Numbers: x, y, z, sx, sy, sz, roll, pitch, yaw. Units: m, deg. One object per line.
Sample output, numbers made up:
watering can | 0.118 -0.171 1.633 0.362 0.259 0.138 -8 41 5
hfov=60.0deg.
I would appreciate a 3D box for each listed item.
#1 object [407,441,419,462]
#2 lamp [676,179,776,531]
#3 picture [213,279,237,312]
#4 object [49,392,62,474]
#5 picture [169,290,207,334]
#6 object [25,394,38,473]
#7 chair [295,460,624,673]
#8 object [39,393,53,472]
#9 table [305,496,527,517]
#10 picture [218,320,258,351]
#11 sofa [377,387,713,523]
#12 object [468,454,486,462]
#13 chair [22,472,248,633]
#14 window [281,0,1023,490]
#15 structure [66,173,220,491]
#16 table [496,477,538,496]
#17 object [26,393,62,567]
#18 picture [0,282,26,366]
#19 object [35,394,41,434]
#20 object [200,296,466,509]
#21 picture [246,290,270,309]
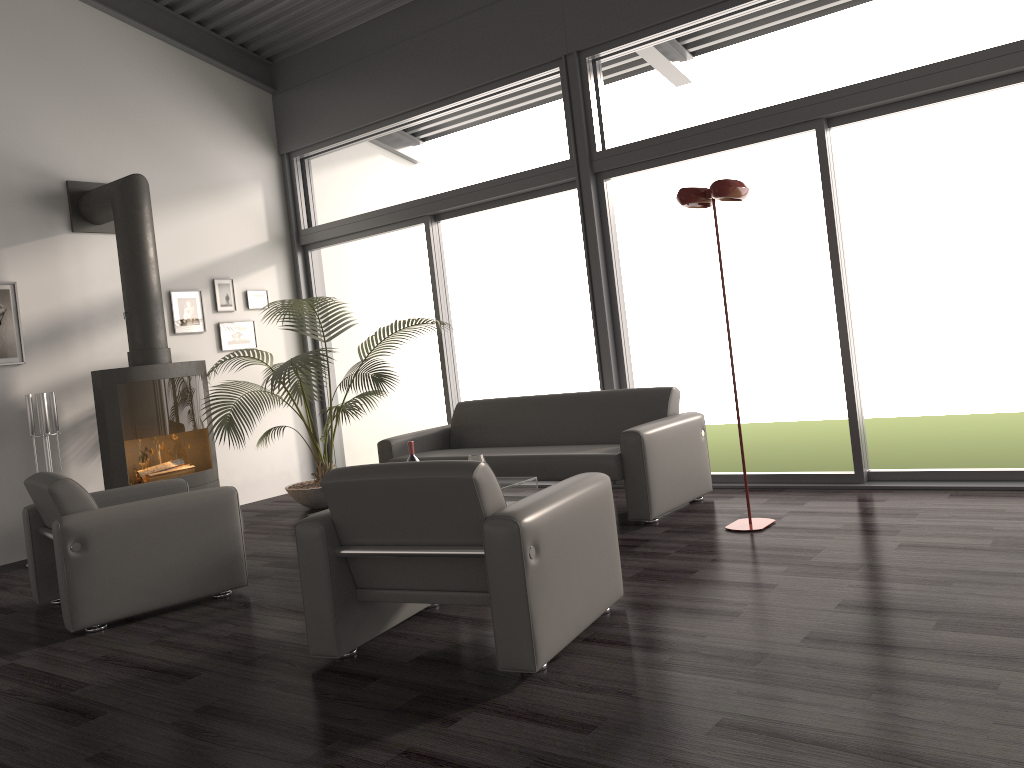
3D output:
object | -0.538 0.500 4.883 0.093 0.370 0.093 -6 0 36
lamp | 1.147 -0.151 4.634 0.352 1.788 0.365 -6 0 37
picture | -2.449 -0.759 7.564 0.015 0.280 0.191 -6 1 37
object | -3.065 0.578 6.023 0.075 1.052 0.145 -7 0 -2
picture | -2.656 -0.592 7.270 0.015 0.352 0.289 -6 1 37
object | -3.162 0.560 5.874 0.042 0.983 0.116 -7 0 13
chair | -0.170 0.596 3.431 0.961 0.717 0.912 -6 2 27
object | -3.000 0.559 5.893 0.167 1.020 0.078 -7 0 -1
table | -0.515 0.806 4.950 1.198 0.250 0.602 -5 3 37
picture | -2.357 -0.418 7.633 0.015 0.244 0.360 -6 1 37
sofa | 0.132 0.459 5.819 2.111 0.717 0.904 -5 2 37
object | -0.189 0.468 4.862 0.115 0.155 0.116 -6 1 28
chair | -1.940 0.751 4.593 0.912 0.717 0.961 -8 2 -38
window | 1.956 -1.120 5.398 9.726 3.470 0.386 -5 1 37
structure | -2.906 -0.210 6.628 1.114 2.674 0.820 -6 1 37
table | -0.205 0.726 4.708 0.399 0.341 0.682 -5 2 37
object | -3.105 0.622 5.955 0.400 1.125 0.400 -7 0 -3
picture | -3.566 -0.409 6.060 0.026 0.577 0.395 -6 1 37
object | -3.161 0.586 6.051 0.041 1.048 0.113 -7 0 -8
object | -1.522 0.132 6.800 2.115 1.666 1.722 -6 2 32
picture | -2.244 -0.746 7.829 0.015 0.166 0.222 -6 1 37
